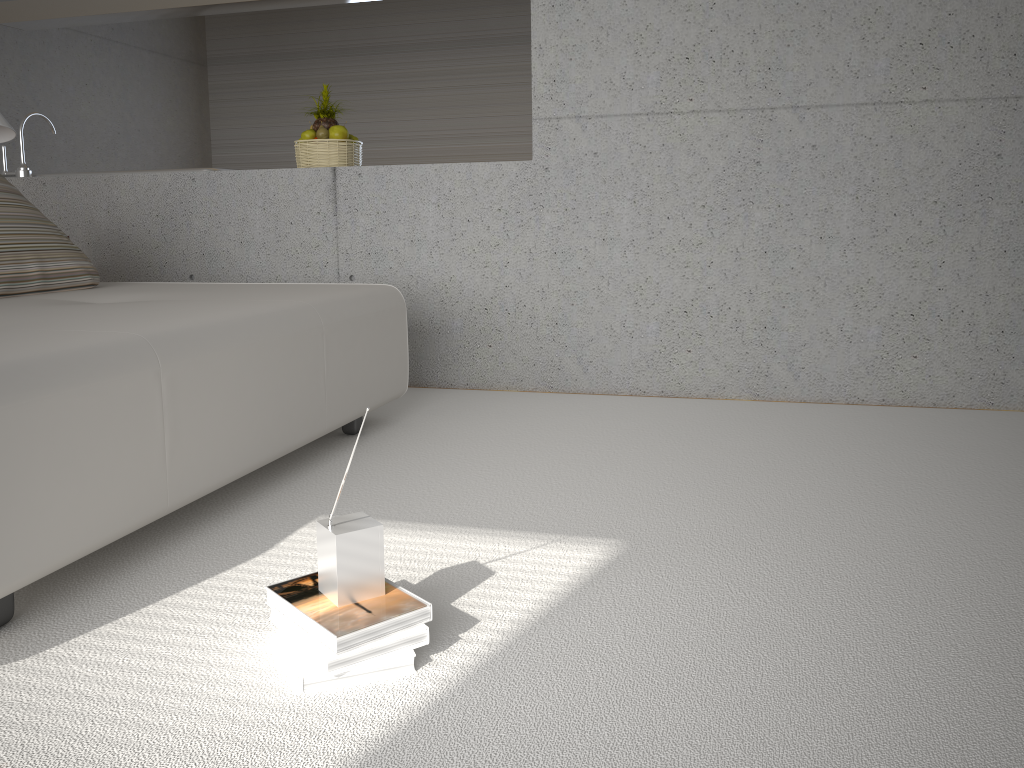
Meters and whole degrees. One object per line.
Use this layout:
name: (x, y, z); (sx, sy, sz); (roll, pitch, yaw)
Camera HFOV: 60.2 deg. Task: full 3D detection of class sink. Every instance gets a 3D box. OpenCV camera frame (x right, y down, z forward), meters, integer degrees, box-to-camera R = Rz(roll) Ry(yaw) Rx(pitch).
sink: (-2.205, -1.210, 4.872); (1.703, 0.535, 0.774); (2, 10, 15)

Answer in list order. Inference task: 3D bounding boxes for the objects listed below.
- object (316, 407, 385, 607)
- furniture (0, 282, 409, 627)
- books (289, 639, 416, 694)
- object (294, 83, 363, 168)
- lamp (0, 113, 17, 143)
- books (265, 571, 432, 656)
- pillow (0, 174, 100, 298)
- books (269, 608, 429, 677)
object: (-0.264, 0.202, 1.531); (0.090, 0.363, 0.187); (-5, 8, -33)
furniture: (-1.456, 0.041, 2.586); (1.612, 0.517, 2.192); (2, 11, 15)
books: (-0.296, 0.457, 1.582); (0.189, 0.032, 0.267); (-5, 11, -20)
object: (-0.937, -1.300, 4.490); (0.333, 0.438, 0.372); (-1, 8, 1)
lamp: (-2.193, -0.966, 3.713); (0.244, 0.694, 0.326); (-1, 7, -3)
books: (-0.296, 0.392, 1.583); (0.190, 0.032, 0.266); (-9, 14, -39)
pillow: (-1.965, -0.556, 3.118); (0.578, 0.512, 0.815); (2, 10, 16)
books: (-0.296, 0.426, 1.579); (0.190, 0.032, 0.266); (-8, 13, -34)
